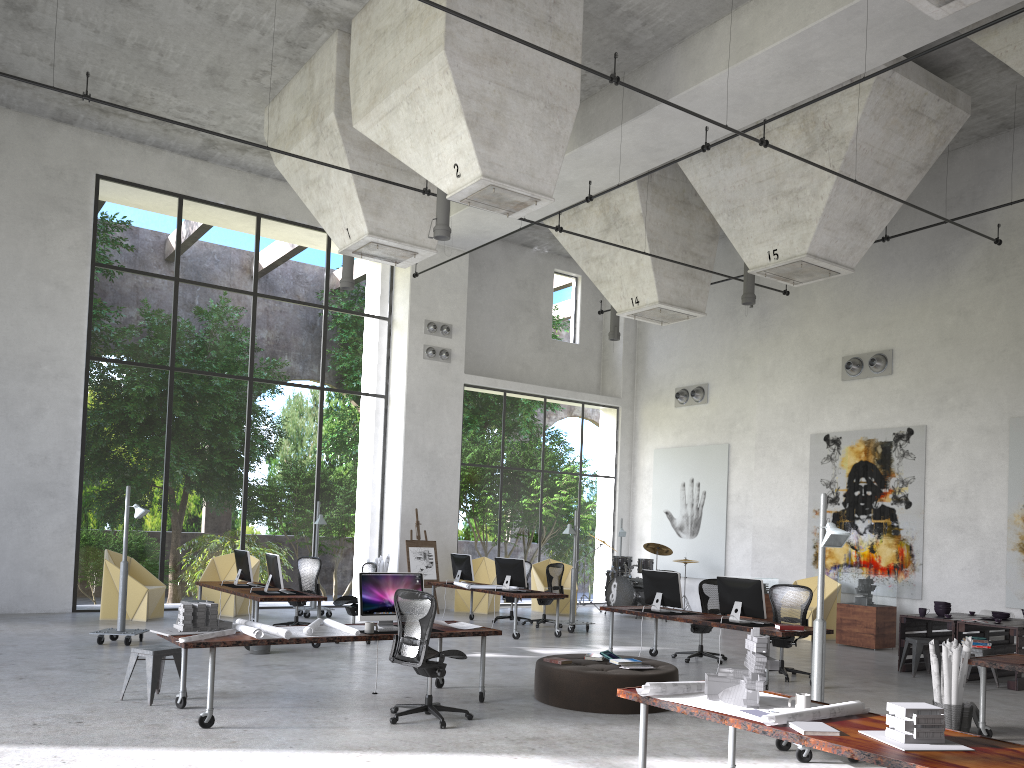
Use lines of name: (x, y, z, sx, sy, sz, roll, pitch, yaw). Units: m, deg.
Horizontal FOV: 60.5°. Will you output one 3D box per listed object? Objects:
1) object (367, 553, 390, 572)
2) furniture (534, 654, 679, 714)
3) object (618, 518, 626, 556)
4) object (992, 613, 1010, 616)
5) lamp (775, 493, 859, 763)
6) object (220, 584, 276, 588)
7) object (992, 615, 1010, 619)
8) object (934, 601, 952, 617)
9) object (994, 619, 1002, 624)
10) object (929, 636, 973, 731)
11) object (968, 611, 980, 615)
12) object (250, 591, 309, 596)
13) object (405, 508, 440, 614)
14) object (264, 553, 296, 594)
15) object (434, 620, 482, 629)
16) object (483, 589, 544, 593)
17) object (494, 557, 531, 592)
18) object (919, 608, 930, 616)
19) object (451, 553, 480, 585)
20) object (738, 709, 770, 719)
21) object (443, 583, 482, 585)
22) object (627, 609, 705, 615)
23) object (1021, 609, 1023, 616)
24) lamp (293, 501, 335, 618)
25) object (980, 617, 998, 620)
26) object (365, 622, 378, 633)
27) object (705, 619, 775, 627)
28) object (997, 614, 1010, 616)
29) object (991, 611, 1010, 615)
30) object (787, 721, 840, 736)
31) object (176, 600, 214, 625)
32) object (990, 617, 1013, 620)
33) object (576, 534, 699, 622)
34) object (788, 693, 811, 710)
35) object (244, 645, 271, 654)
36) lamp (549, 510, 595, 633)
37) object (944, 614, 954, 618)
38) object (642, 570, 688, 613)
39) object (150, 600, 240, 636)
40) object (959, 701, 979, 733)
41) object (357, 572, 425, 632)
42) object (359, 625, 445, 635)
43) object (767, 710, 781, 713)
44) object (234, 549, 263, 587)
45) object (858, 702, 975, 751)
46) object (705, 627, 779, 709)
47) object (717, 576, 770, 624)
object: (-2.735, 4.051, 17.914, 0.440, 1.202, 0.415, 1, -3, 33)
furniture: (0.992, 3.141, 9.265, 1.517, 0.425, 1.518, 8, -11, -32)
object: (2.577, 4.277, 20.952, 0.579, 2.140, 0.599, 2, -2, 0)
object: (6.705, 3.180, 12.042, 0.231, 0.062, 0.229, 9, -11, -39)
lamp: (2.514, 1.965, 7.175, 0.580, 2.140, 0.599, 3, -2, -10)
object: (-4.129, 3.155, 13.711, 0.691, 0.008, 0.854, 8, -11, -32)
object: (6.703, 3.195, 12.043, 0.229, 0.047, 0.232, 0, -10, 15)
object: (5.984, 3.125, 12.210, 0.215, 0.213, 0.194, 6, -6, -33)
object: (6.296, 3.075, 11.391, 0.138, 0.056, 0.118, -3, -9, 31)
object: (4.097, 2.813, 8.214, 0.320, 0.932, 0.343, 3, -3, -17)
object: (6.616, 3.293, 12.612, 0.138, 0.056, 0.117, 5, -9, -19)
object: (-3.336, 2.994, 12.564, 0.691, 0.008, 0.855, 7, -11, -28)
object: (-1.875, 3.600, 17.894, 0.697, 2.132, 0.685, 4, -3, -34)
object: (-3.328, 2.712, 12.572, 0.379, 0.549, 0.719, 4, -7, -28)
object: (-0.609, 2.461, 9.049, 0.472, 0.085, 0.438, 8, -11, -31)
object: (0.021, 3.527, 14.953, 0.693, 0.008, 0.852, 11, -13, -42)
object: (0.029, 3.244, 14.960, 0.380, 0.549, 0.717, 6, -7, -43)
object: (5.662, 3.139, 12.081, 0.101, 0.109, 0.130, 7, -8, -43)
object: (-0.857, 3.423, 16.237, 0.379, 0.549, 0.718, 5, -7, -33)
object: (1.437, 1.928, 5.134, 0.134, 0.008, 0.205, 6, -10, -22)
object: (-0.865, 3.705, 16.229, 0.691, 0.008, 0.854, 8, -11, -32)
object: (2.091, 3.108, 11.970, 0.691, 0.008, 0.854, 8, -11, -32)
object: (7.065, 3.112, 11.930, 0.213, 0.231, 0.219, 6, -7, -36)
lamp: (-3.638, 3.252, 16.309, 0.582, 2.140, 0.597, 4, -3, -35)
object: (6.470, 3.183, 11.900, 0.236, 0.019, 0.235, 10, -12, -38)
object: (-1.334, 2.309, 8.328, 0.123, 0.099, 0.088, 3, -5, -6)
object: (2.871, 2.951, 10.845, 0.691, 0.008, 0.854, 8, -11, -32)
object: (6.707, 3.168, 12.046, 0.230, 0.062, 0.230, 9, -11, -39)
object: (6.702, 3.156, 12.050, 0.230, 0.057, 0.230, 8, -11, -34)
object: (1.634, 1.870, 4.767, 0.200, 0.023, 0.238, 3, -9, -3)
object: (-4.617, 3.445, 12.862, 0.457, 0.528, 0.479, -2, -7, 40)
object: (6.704, 3.216, 12.044, 0.296, 0.024, 0.299, -4, -11, 32)
object: (2.821, 4.234, 19.430, 2.977, 1.731, 1.898, -4, -9, 40)
object: (1.741, 1.923, 5.302, 0.123, 0.099, 0.088, 3, -5, -6)
object: (-3.344, 3.396, 11.591, 0.297, 0.296, 0.399, 7, -8, -41)
lamp: (1.101, 3.322, 15.628, 0.599, 2.140, 0.580, 4, -3, -35)
object: (5.911, 3.144, 11.890, 0.117, 0.056, 0.139, -5, -11, 40)
object: (2.098, 2.826, 11.978, 0.379, 0.549, 0.718, 5, -7, -33)
object: (-2.821, 2.096, 7.965, 0.435, 0.303, 0.743, -5, -11, 45)
object: (4.288, 3.158, 8.375, 0.397, 0.296, 0.298, 1, -6, 9)
object: (-1.159, 2.148, 8.697, 0.718, 0.549, 0.378, 7, -6, -33)
object: (-1.170, 2.430, 8.685, 0.854, 0.008, 0.692, 8, -11, -33)
object: (1.567, 1.943, 5.194, 0.126, 0.010, 0.011, -6, -10, 41)
object: (-4.121, 2.873, 13.718, 0.379, 0.549, 0.718, 5, -7, -33)
object: (2.109, 1.778, 4.601, 0.389, 0.181, 0.421, 4, -8, -9)
object: (1.426, 1.765, 5.477, 0.361, 0.517, 0.498, 2, -5, 1)
object: (2.879, 2.669, 10.853, 0.379, 0.549, 0.718, 5, -7, -33)
